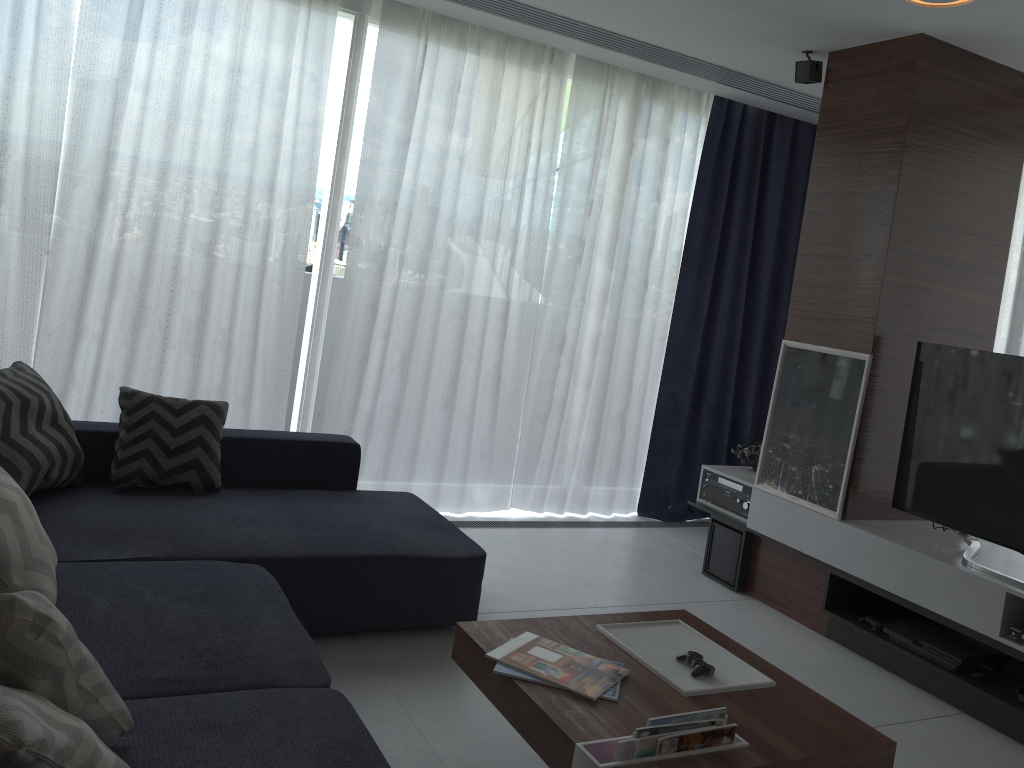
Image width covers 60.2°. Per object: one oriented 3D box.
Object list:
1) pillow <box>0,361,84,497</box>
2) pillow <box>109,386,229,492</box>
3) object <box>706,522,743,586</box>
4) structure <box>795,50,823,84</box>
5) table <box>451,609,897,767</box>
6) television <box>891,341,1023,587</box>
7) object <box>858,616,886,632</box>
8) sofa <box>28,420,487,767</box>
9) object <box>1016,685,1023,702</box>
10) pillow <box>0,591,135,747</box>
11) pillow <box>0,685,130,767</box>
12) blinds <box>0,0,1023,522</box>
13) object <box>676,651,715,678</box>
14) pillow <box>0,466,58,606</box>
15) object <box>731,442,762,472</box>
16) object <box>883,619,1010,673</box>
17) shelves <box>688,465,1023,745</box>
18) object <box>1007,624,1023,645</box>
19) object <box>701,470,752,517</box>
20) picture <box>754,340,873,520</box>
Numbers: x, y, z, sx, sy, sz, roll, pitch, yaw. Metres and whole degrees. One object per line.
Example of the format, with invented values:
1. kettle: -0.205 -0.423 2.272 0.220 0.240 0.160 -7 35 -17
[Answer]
1. pillow: -1.722 0.213 3.004 0.355 0.516 0.601 9 4 2
2. pillow: -1.312 0.216 3.399 0.413 0.343 0.289 6 4 -23
3. object: 1.122 0.823 4.294 0.253 0.250 0.215 6 4 -28
4. structure: 1.395 -1.479 4.146 0.114 0.142 0.085 6 4 -38
5. table: 0.354 0.915 2.267 0.802 0.351 0.808 5 7 -28
6. television: 1.932 0.316 3.143 0.296 0.783 1.242 7 5 -28
7. object: 1.450 0.957 3.541 0.070 0.036 0.113 7 6 -15
8. sofa: -0.699 0.615 2.406 1.891 0.605 2.901 5 7 -28
9. object: 1.779 1.050 2.983 0.117 0.078 0.185 9 6 2
10. pillow: -0.931 0.504 1.608 0.419 0.350 0.280 10 4 15
11. pillow: -0.778 0.562 1.370 0.418 0.293 0.330 11 5 24
12. blinds: 0.308 -0.276 1.951 7.106 2.761 5.855 6 6 -24
13. object: 0.487 0.738 2.338 0.070 0.036 0.113 7 6 -15
14. pillow: -1.294 0.353 2.181 0.341 0.386 0.500 6 5 -28
15. object: 1.290 0.378 4.563 0.312 0.149 0.137 10 4 19
16. object: 1.645 0.991 3.354 0.312 0.067 0.317 5 7 -28
17. shelves: 1.807 0.888 3.664 0.869 0.497 2.373 6 7 -28
18. object: 1.926 0.891 2.885 0.334 0.053 0.434 5 7 -28
19. object: 1.208 0.557 4.417 0.367 0.149 0.373 5 7 -28
20. picture: 1.312 0.180 3.891 0.053 0.698 0.505 8 3 -28
